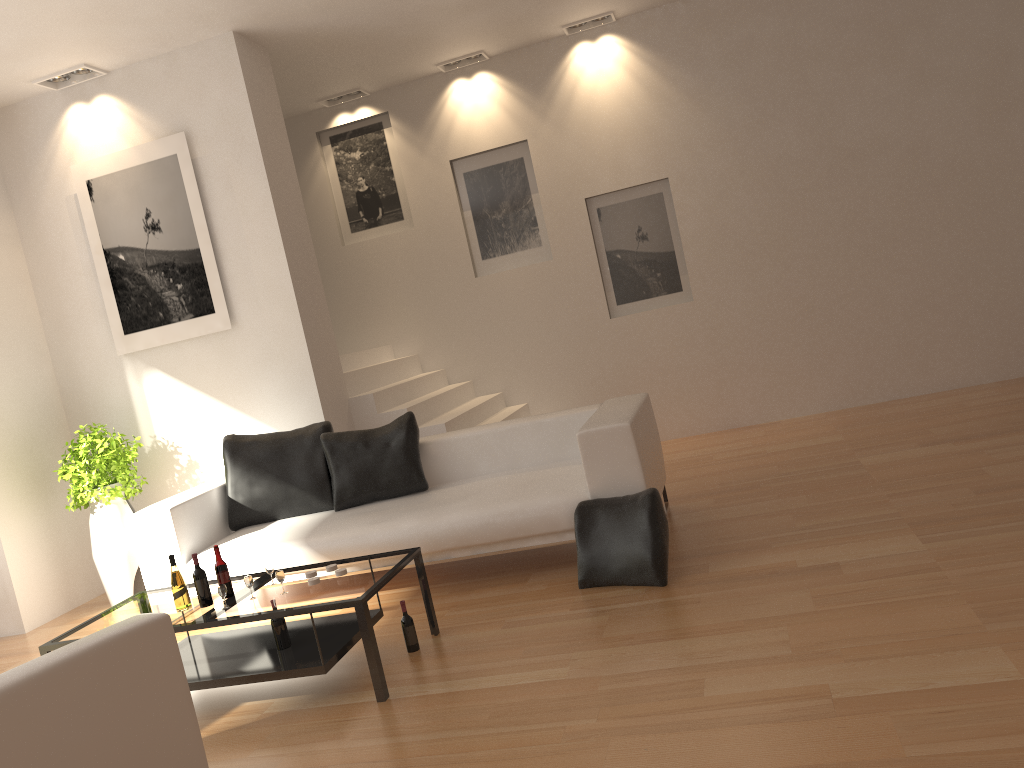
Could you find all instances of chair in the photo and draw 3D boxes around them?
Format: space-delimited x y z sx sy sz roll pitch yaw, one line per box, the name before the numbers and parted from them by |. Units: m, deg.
chair | -1.927 1.263 2.613 1.671 0.761 1.262 -10 5 29

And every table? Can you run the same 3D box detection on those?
table | -1.208 1.187 4.062 1.566 0.460 0.709 -11 4 14

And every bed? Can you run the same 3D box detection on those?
bed | -0.637 0.776 5.469 3.075 0.761 1.262 -11 4 14

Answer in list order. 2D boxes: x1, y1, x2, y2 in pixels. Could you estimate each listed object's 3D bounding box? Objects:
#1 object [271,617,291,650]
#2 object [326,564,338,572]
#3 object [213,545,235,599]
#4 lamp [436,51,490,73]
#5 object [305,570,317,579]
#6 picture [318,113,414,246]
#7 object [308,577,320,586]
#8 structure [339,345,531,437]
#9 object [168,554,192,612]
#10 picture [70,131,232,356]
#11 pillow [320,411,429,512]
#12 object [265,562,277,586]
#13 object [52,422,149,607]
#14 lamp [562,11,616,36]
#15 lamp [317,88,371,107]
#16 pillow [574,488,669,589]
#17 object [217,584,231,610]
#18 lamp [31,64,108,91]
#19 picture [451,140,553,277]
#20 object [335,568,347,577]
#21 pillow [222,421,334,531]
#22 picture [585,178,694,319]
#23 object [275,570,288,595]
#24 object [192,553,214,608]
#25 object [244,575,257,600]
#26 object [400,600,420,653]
object | -1.043 1.080 3.968 0.065 0.217 0.065 -13 4 -3
object | -0.831 0.847 4.083 0.052 0.021 0.052 -13 4 -8
object | -1.323 0.856 4.045 0.057 0.248 0.057 -10 5 32
lamp | -0.460 -2.980 8.000 0.446 0.166 0.243 -11 4 14
object | -0.916 0.868 4.047 0.052 0.021 0.052 -13 4 -8
picture | -1.404 -1.967 8.549 0.802 1.155 0.005 -11 4 14
object | -0.872 0.869 3.906 0.052 0.021 0.052 -10 5 37
structure | -1.716 0.507 7.909 4.625 1.403 1.839 -11 4 14
object | -1.503 0.893 3.990 0.068 0.257 0.067 -10 5 32
picture | -2.638 -1.003 6.465 0.979 1.431 0.004 -11 4 14
pillow | -0.873 0.493 5.661 0.628 0.524 0.270 -13 4 -2
object | -1.111 0.875 4.085 0.039 0.101 0.039 -15 4 -28
object | -2.884 0.920 6.408 0.570 1.324 0.631 -10 4 29
lamp | 0.655 -3.207 7.711 0.446 0.166 0.243 -11 4 14
lamp | -1.591 -2.751 8.293 0.446 0.166 0.243 -11 4 14
pillow | 0.557 0.777 4.418 0.503 0.457 0.340 -10 5 33
object | -1.250 0.923 3.847 0.039 0.101 0.039 -15 5 -34
lamp | -3.175 -2.262 6.333 0.446 0.166 0.243 -11 4 14
picture | -0.092 -1.626 8.284 0.802 1.155 0.005 -11 4 14
object | -0.763 0.841 3.959 0.052 0.021 0.052 -13 4 -8
pillow | -1.500 0.597 5.799 0.755 0.666 0.346 -12 4 0
picture | 1.155 -1.217 8.041 0.802 1.155 0.005 -11 4 14
object | -1.007 0.867 3.880 0.039 0.101 0.039 -15 4 -28
object | -1.393 0.878 3.969 0.059 0.244 0.059 -11 4 14
object | -1.155 0.897 3.912 0.039 0.101 0.039 -15 4 -28
object | -0.475 1.109 4.054 0.059 0.244 0.059 -13 4 -9
